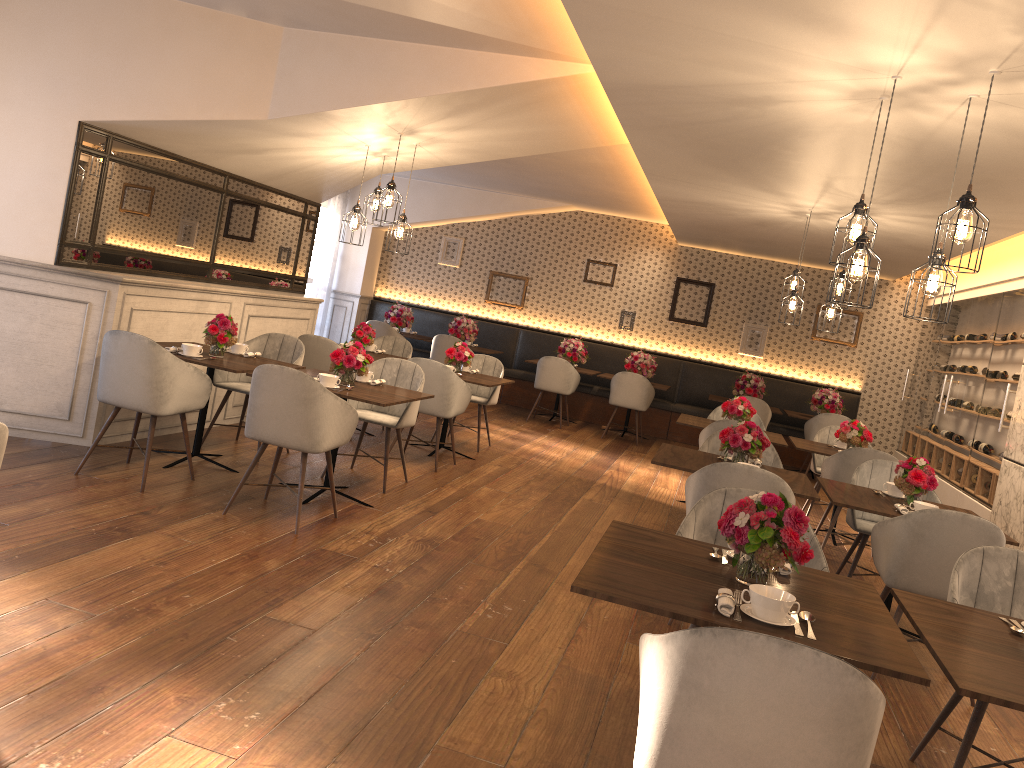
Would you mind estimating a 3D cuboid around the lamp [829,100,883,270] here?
[{"bbox_3d":[1.739,-1.553,4.031,0.175,2.067,0.175,11,2,15],"label":"lamp"}]

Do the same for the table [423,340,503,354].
[{"bbox_3d":[-0.720,-0.169,12.182,0.898,0.719,0.897,12,4,13],"label":"table"}]

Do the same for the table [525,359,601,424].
[{"bbox_3d":[0.631,0.119,11.852,0.898,0.719,0.897,12,4,13],"label":"table"}]

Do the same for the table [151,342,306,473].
[{"bbox_3d":[-2.033,0.163,5.840,0.898,0.719,0.897,12,4,13],"label":"table"}]

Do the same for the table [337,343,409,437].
[{"bbox_3d":[-1.486,0.060,8.098,0.898,0.719,0.897,12,4,13],"label":"table"}]

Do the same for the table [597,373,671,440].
[{"bbox_3d":[1.546,0.313,11.628,0.898,0.719,0.897,12,4,13],"label":"table"}]

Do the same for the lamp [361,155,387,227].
[{"bbox_3d":[-0.915,-2.279,6.985,0.175,2.067,0.175,11,2,15],"label":"lamp"}]

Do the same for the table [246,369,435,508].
[{"bbox_3d":[-1.118,0.358,5.615,0.898,0.719,0.897,12,4,13],"label":"table"}]

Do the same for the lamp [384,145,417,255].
[{"bbox_3d":[-0.689,-2.014,6.720,0.175,2.067,0.175,11,2,15],"label":"lamp"}]

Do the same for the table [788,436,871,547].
[{"bbox_3d":[2.726,0.928,7.378,0.898,0.719,0.897,12,4,13],"label":"table"}]

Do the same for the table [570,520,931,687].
[{"bbox_3d":[0.622,0.957,2.688,0.898,0.719,0.897,12,4,13],"label":"table"}]

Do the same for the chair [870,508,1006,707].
[{"bbox_3d":[2.036,1.001,4.306,0.566,0.871,0.526,11,3,13],"label":"chair"}]

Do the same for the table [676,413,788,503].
[{"bbox_3d":[1.811,0.733,7.601,0.898,0.719,0.897,12,4,13],"label":"table"}]

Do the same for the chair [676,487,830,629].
[{"bbox_3d":[0.842,0.865,3.311,0.566,0.871,0.526,11,3,13],"label":"chair"}]

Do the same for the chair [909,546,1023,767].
[{"bbox_3d":[1.757,1.060,3.087,0.566,0.871,0.526,11,3,13],"label":"chair"}]

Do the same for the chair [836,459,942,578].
[{"bbox_3d":[2.363,0.945,5.593,0.566,0.871,0.526,11,3,13],"label":"chair"}]

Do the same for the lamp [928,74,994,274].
[{"bbox_3d":[1.924,-1.463,3.439,0.175,2.067,0.175,11,2,15],"label":"lamp"}]

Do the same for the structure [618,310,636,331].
[{"bbox_3d":[1.635,-0.899,12.574,0.216,0.277,0.018,12,2,13],"label":"structure"}]

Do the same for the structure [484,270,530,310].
[{"bbox_3d":[-0.079,-1.377,12.986,0.602,0.484,0.032,12,2,13],"label":"structure"}]

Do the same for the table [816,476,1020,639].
[{"bbox_3d":[2.144,1.038,4.969,0.898,0.719,0.897,12,4,13],"label":"table"}]

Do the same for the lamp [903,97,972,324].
[{"bbox_3d":[1.965,-1.288,3.765,0.175,2.067,0.175,11,2,15],"label":"lamp"}]

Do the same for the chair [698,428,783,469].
[{"bbox_3d":[1.448,0.751,5.817,0.566,0.871,0.526,11,3,13],"label":"chair"}]

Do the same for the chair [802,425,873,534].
[{"bbox_3d":[2.946,0.836,8.001,0.566,0.871,0.526,11,3,13],"label":"chair"}]

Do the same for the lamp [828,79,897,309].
[{"bbox_3d":[1.625,-1.349,3.718,0.175,2.067,0.175,11,2,15],"label":"lamp"}]

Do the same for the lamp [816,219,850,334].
[{"bbox_3d":[2.857,-1.456,7.451,0.175,2.067,0.175,11,2,15],"label":"lamp"}]

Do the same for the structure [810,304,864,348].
[{"bbox_3d":[4.371,-0.777,11.902,0.602,0.484,0.032,12,2,13],"label":"structure"}]

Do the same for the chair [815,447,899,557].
[{"bbox_3d":[2.619,0.891,6.714,0.566,0.871,0.526,11,3,13],"label":"chair"}]

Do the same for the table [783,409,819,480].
[{"bbox_3d":[3.811,0.796,11.074,0.898,0.719,0.897,12,4,13],"label":"table"}]

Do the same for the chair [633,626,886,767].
[{"bbox_3d":[0.515,0.921,2.024,0.566,0.871,0.526,11,3,13],"label":"chair"}]

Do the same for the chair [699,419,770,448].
[{"bbox_3d":[1.704,0.697,6.937,0.566,0.871,0.526,11,3,13],"label":"chair"}]

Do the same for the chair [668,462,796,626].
[{"bbox_3d":[1.121,0.806,4.530,0.566,0.871,0.526,11,3,13],"label":"chair"}]

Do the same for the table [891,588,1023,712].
[{"bbox_3d":[1.537,1.152,2.464,0.898,0.719,0.897,12,4,13],"label":"table"}]

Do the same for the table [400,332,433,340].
[{"bbox_3d":[-1.635,-0.364,12.406,0.898,0.719,0.897,12,4,13],"label":"table"}]

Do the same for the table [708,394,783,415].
[{"bbox_3d":[2.897,0.601,11.298,0.898,0.719,0.897,12,4,13],"label":"table"}]

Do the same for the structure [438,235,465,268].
[{"bbox_3d":[-0.908,-1.979,13.195,0.341,0.439,0.034,12,2,13],"label":"structure"}]

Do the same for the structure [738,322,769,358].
[{"bbox_3d":[3.318,-0.598,12.155,0.341,0.439,0.034,12,2,13],"label":"structure"}]

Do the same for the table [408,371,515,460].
[{"bbox_3d":[-0.571,0.254,7.874,0.898,0.719,0.897,12,4,13],"label":"table"}]

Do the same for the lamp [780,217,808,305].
[{"bbox_3d":[2.631,-1.721,7.717,0.175,2.067,0.175,11,2,15],"label":"lamp"}]

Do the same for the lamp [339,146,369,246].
[{"bbox_3d":[-1.029,-2.075,6.673,0.175,2.067,0.175,11,2,15],"label":"lamp"}]

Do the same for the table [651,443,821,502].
[{"bbox_3d":[1.229,0.843,5.193,0.898,0.719,0.897,12,4,13],"label":"table"}]

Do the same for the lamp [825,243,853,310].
[{"bbox_3d":[2.816,-1.632,7.125,0.175,2.067,0.175,11,2,15],"label":"lamp"}]

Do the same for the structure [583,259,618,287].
[{"bbox_3d":[1.265,-1.586,12.674,0.450,0.344,0.015,12,2,13],"label":"structure"}]

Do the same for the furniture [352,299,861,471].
[{"bbox_3d":[1.104,-0.025,12.394,7.106,1.080,0.541,12,3,13],"label":"furniture"}]

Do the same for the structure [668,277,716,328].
[{"bbox_3d":[2.511,-1.141,12.365,0.545,0.631,0.035,12,2,13],"label":"structure"}]

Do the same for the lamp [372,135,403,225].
[{"bbox_3d":[-0.730,-2.190,6.394,0.175,2.067,0.175,11,2,15],"label":"lamp"}]

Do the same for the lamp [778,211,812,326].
[{"bbox_3d":[2.518,-1.517,7.404,0.175,2.067,0.175,11,2,15],"label":"lamp"}]
